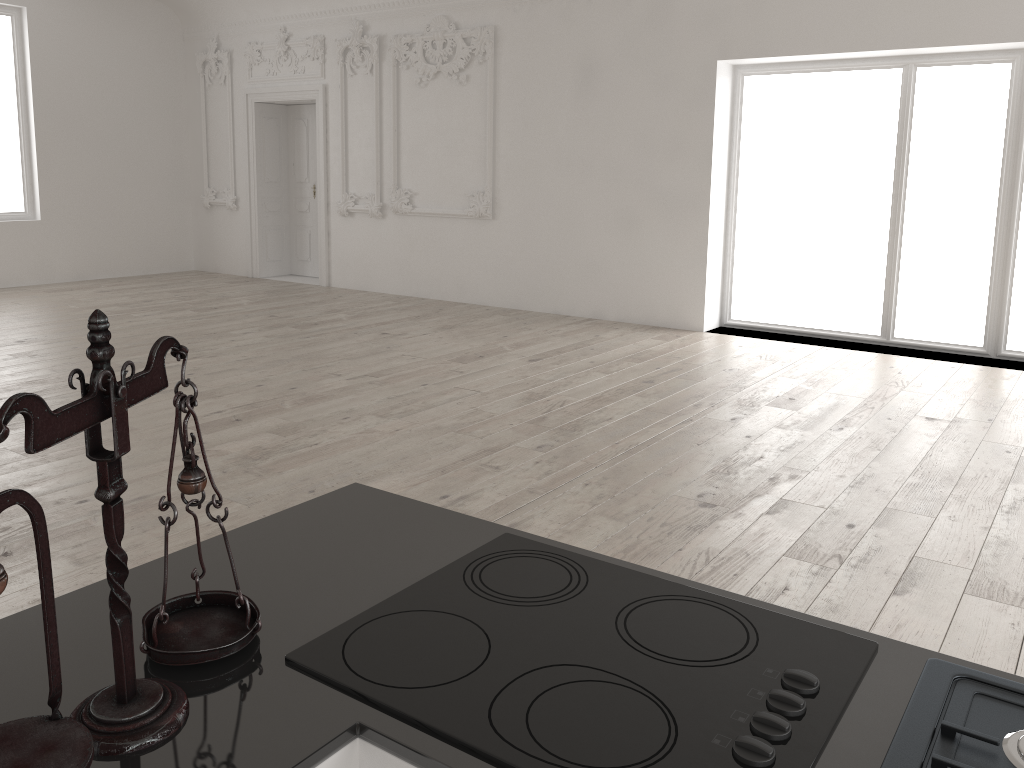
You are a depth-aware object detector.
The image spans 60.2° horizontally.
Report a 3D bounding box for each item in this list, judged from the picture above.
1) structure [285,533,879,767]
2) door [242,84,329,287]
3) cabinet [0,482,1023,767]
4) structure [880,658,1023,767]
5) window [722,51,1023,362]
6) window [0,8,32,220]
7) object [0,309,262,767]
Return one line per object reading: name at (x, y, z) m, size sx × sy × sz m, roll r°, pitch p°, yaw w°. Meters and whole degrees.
structure at (0.102, 0.351, 1.183) m, size 0.631 × 0.021 × 0.511 m, roll 10°, pitch 16°, yaw 34°
door at (-2.879, -2.716, 12.118) m, size 1.570 × 2.559 × 0.660 m, roll 8°, pitch 12°, yaw 34°
cabinet at (-0.067, 1.056, 0.139) m, size 2.475 × 0.870 × 2.732 m, roll 10°, pitch 16°, yaw 34°
structure at (0.754, 0.473, 0.735) m, size 0.846 × 0.014 × 0.525 m, roll 10°, pitch 16°, yaw 34°
window at (3.875, -1.529, 7.651) m, size 4.216 × 2.545 × 0.071 m, roll 9°, pitch 12°, yaw 34°
window at (-6.632, -3.226, 10.473) m, size 0.071 × 2.546 × 1.740 m, roll 7°, pitch 12°, yaw 34°
object at (-0.438, 0.157, 0.986) m, size 0.168 × 0.484 × 0.520 m, roll 2°, pitch 12°, yaw 7°
